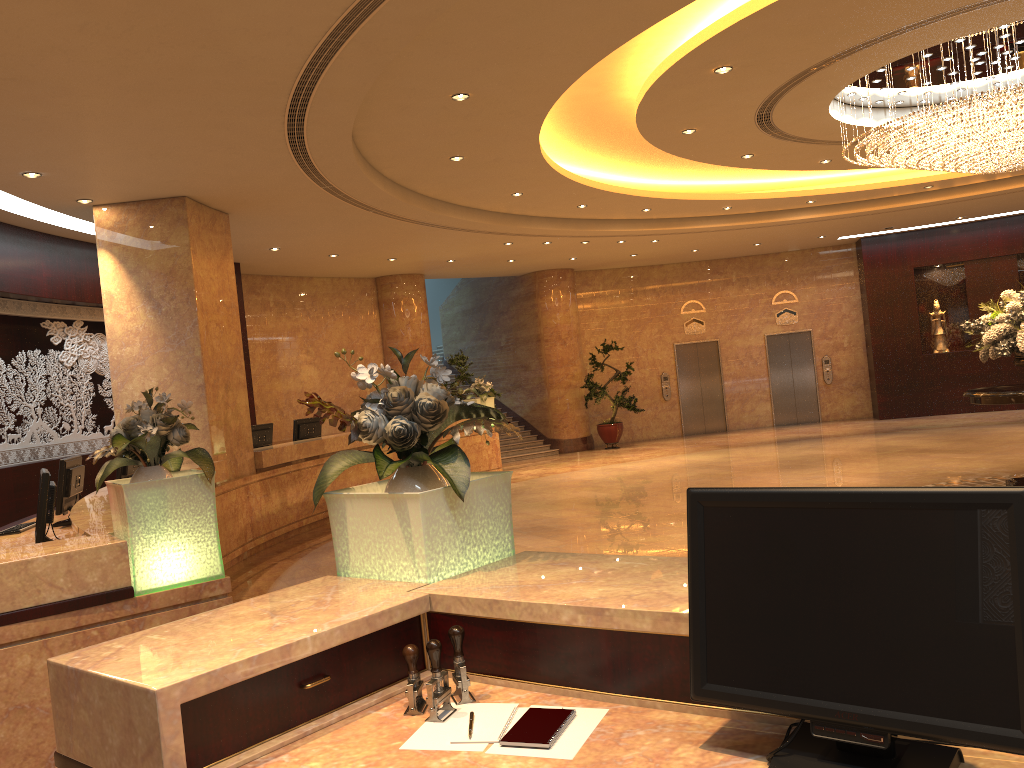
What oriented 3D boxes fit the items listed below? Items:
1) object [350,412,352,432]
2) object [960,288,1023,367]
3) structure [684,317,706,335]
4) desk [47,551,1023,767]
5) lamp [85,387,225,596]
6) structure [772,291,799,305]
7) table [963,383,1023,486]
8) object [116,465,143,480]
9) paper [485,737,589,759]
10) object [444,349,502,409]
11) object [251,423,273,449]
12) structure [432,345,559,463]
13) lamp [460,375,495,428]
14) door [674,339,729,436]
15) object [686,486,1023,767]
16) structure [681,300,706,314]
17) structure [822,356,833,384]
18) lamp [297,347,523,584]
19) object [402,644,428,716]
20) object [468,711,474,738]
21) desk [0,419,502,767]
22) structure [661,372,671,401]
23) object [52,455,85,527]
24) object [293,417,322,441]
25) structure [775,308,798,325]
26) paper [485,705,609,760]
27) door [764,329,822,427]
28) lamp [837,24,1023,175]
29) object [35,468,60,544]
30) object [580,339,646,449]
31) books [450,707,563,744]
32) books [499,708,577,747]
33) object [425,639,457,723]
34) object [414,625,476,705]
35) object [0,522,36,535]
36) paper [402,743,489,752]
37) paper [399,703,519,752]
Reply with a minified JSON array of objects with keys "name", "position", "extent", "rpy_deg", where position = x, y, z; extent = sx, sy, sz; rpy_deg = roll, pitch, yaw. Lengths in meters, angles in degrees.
[{"name":"object","position":[-2.317,0.670,13.917],"extent":[0.531,0.500,0.430],"rpy_deg":[-6,0,-21]},{"name":"object","position":[5.198,-0.484,8.698],"extent":[1.318,0.999,1.277],"rpy_deg":[-6,0,2]},{"name":"structure","position":[4.211,-1.339,20.444],"extent":[0.504,0.405,0.012],"rpy_deg":[-6,0,-4]},{"name":"desk","position":[1.509,0.945,1.299],"extent":[5.227,1.155,1.570],"rpy_deg":[-6,0,25]},{"name":"lamp","position":[-1.683,0.475,4.139],"extent":[0.542,0.925,0.577],"rpy_deg":[-6,0,-27]},{"name":"structure","position":[6.268,-2.001,20.390],"extent":[0.600,0.293,0.010],"rpy_deg":[-6,0,7]},{"name":"table","position":[5.322,0.552,8.734],"extent":[1.493,1.089,1.493],"rpy_deg":[-6,0,-36]},{"name":"object","position":[-3.681,0.832,8.559],"extent":[0.430,0.500,0.531],"rpy_deg":[-6,0,33]},{"name":"paper","position":[0.079,0.727,1.861],"extent":[0.185,0.001,0.255],"rpy_deg":[-6,0,22]},{"name":"object","position":[-0.836,0.522,16.865],"extent":[1.250,2.363,0.843],"rpy_deg":[-6,0,42]},{"name":"object","position":[-3.337,0.784,11.672],"extent":[0.531,0.500,0.430],"rpy_deg":[-6,0,-33]},{"name":"structure","position":[-2.048,-0.979,21.450],"extent":[9.849,5.560,7.472],"rpy_deg":[-6,0,-29]},{"name":"lamp","position":[-0.548,0.300,15.454],"extent":[0.532,0.897,0.606],"rpy_deg":[-6,0,40]},{"name":"door","position":[4.353,0.080,20.490],"extent":[1.070,2.145,0.150],"rpy_deg":[-6,0,-4]},{"name":"object","position":[0.743,0.414,1.475],"extent":[0.918,0.500,0.397],"rpy_deg":[-6,0,43]},{"name":"structure","position":[4.165,-1.783,20.441],"extent":[0.600,0.293,0.010],"rpy_deg":[-6,0,-4]},{"name":"structure","position":[7.208,-0.321,20.263],"extent":[0.200,0.661,0.053],"rpy_deg":[-6,0,11]},{"name":"lamp","position":[-0.290,0.335,2.644],"extent":[0.580,0.923,0.570],"rpy_deg":[-6,0,-32]},{"name":"object","position":[-0.230,0.682,2.065],"extent":[0.048,0.153,0.088],"rpy_deg":[-6,0,6]},{"name":"object","position":[-0.089,0.734,1.909],"extent":[0.010,0.010,0.139],"rpy_deg":[-6,0,0]},{"name":"desk","position":[-2.461,1.324,9.921],"extent":[3.466,1.155,12.951],"rpy_deg":[-6,0,5]},{"name":"structure","position":[3.536,0.059,20.342],"extent":[0.200,0.661,0.053],"rpy_deg":[-6,0,-8]},{"name":"object","position":[-3.329,0.802,6.671],"extent":[0.430,0.500,0.531],"rpy_deg":[-6,0,21]},{"name":"object","position":[-2.936,0.739,12.754],"extent":[0.531,0.500,0.430],"rpy_deg":[-6,0,-26]},{"name":"structure","position":[6.315,-1.557,20.393],"extent":[0.504,0.405,0.012],"rpy_deg":[-6,0,7]},{"name":"paper","position":[0.079,0.726,1.861],"extent":[0.185,0.001,0.255],"rpy_deg":[-6,0,23]},{"name":"door","position":[6.466,-0.137,20.449],"extent":[1.070,2.149,0.150],"rpy_deg":[-6,0,7]},{"name":"lamp","position":[4.954,-2.717,8.769],"extent":[3.204,1.196,3.206],"rpy_deg":[-6,0,8]},{"name":"object","position":[-2.644,0.738,4.994],"extent":[0.430,0.500,0.531],"rpy_deg":[-6,0,8]},{"name":"object","position":[2.095,0.210,18.996],"extent":[1.250,2.363,0.843],"rpy_deg":[-6,0,-7]},{"name":"books","position":[-0.007,0.731,1.909],"extent":[0.211,0.011,0.180],"rpy_deg":[-6,0,12]},{"name":"books","position":[0.058,0.720,1.864],"extent":[0.111,0.011,0.180],"rpy_deg":[-6,0,21]},{"name":"object","position":[-0.169,0.665,2.006],"extent":[0.048,0.175,0.088],"rpy_deg":[-6,0,22]},{"name":"object","position":[-0.159,0.663,2.077],"extent":[0.153,0.175,0.084],"rpy_deg":[-6,0,-35]},{"name":"object","position":[-3.674,1.072,6.561],"extent":[0.215,0.034,0.526],"rpy_deg":[-6,0,-11]},{"name":"paper","position":[-0.109,0.746,1.938],"extent":[0.185,0.001,0.255],"rpy_deg":[-6,0,17]},{"name":"paper","position":[-0.109,0.746,1.938],"extent":[0.185,0.001,0.255],"rpy_deg":[-6,0,18]}]
